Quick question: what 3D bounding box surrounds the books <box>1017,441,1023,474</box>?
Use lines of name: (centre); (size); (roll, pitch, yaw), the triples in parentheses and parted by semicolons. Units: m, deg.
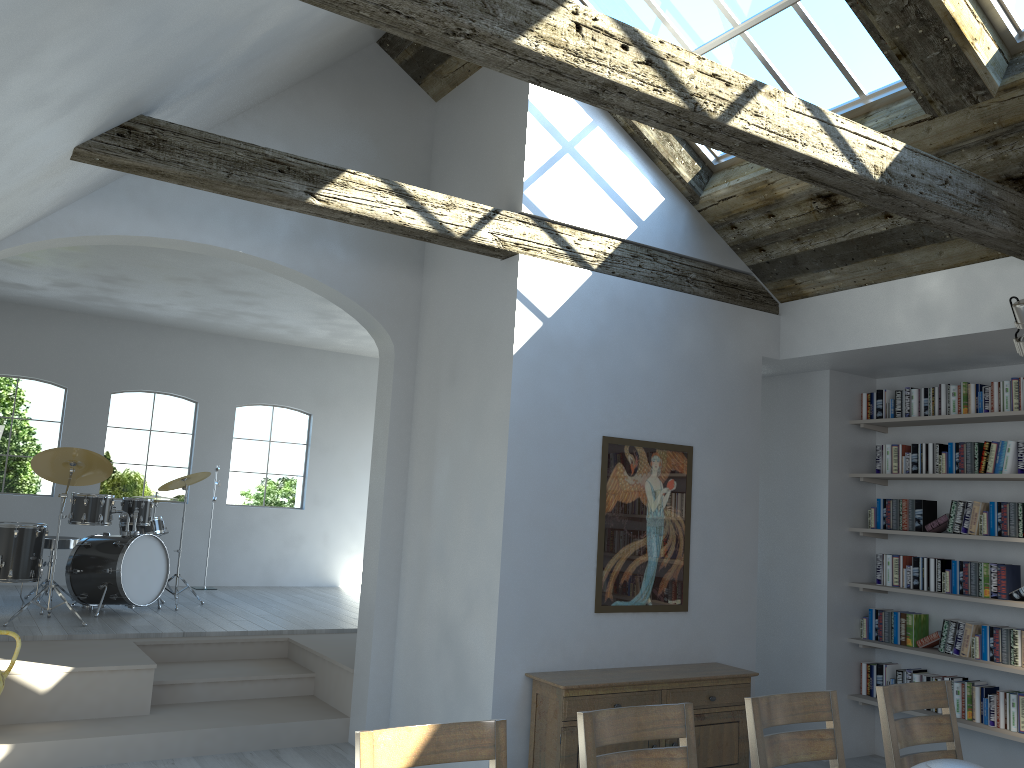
books: (3.438, 0.456, 5.517); (0.214, 0.237, 0.490); (8, -9, -31)

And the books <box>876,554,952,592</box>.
books: (2.844, 1.332, 6.274); (0.214, 0.220, 0.490); (8, -9, -31)

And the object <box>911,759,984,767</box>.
object: (1.027, 1.053, 2.032); (0.251, 0.362, 0.251); (5, -8, -9)

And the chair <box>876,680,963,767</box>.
chair: (1.774, 1.714, 3.393); (0.514, 1.006, 0.605); (8, -9, -31)

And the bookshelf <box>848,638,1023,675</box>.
bookshelf: (4.641, 1.562, 3.192); (0.315, 0.070, 7.825); (8, -9, -31)

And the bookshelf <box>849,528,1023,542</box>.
bookshelf: (4.689, 0.780, 3.300); (0.315, 0.070, 7.825); (8, -9, -31)

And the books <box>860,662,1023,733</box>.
books: (3.397, 2.011, 5.226); (0.242, 0.237, 2.981); (8, -9, -31)

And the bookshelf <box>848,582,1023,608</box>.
bookshelf: (4.665, 1.171, 3.246); (0.315, 0.070, 7.825); (8, -9, -31)

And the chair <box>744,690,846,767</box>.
chair: (1.145, 1.622, 3.004); (0.514, 1.006, 0.605); (8, -9, -31)

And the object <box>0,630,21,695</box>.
object: (-3.095, 1.689, 5.013); (0.396, 0.605, 0.402); (1, -8, 15)

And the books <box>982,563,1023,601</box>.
books: (3.220, 1.273, 5.672); (0.189, 0.224, 0.345); (8, -9, -31)

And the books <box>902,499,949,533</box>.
books: (2.937, 0.928, 6.212); (0.189, 0.224, 0.345); (8, -9, -31)

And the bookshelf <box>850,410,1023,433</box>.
bookshelf: (4.736, -0.003, 3.408); (0.315, 0.070, 7.825); (8, -9, -31)

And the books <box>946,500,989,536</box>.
books: (3.088, 0.902, 5.975); (0.189, 0.228, 0.249); (8, -9, -31)

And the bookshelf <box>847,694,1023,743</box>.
bookshelf: (4.618, 1.953, 3.138); (0.315, 0.070, 7.825); (8, -9, -31)

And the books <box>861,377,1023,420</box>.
books: (3.510, 0.059, 5.503); (0.242, 0.237, 2.981); (8, -9, -31)

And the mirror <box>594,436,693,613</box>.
mirror: (0.831, 0.877, 5.492); (0.736, 1.047, 0.009); (8, -9, -31)

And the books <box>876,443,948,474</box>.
books: (2.887, 0.550, 6.388); (0.214, 0.220, 0.490); (8, -9, -31)

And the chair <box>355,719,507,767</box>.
chair: (-0.114, 1.439, 2.228); (0.514, 1.006, 0.605); (8, -9, -31)

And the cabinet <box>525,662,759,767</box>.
cabinet: (0.768, 2.040, 5.132); (1.481, 0.714, 0.383); (8, -9, -31)

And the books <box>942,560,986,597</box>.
books: (3.057, 1.298, 5.936); (0.209, 0.220, 0.278); (9, -9, -33)

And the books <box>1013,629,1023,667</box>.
books: (3.300, 1.649, 5.455); (0.189, 0.229, 0.343); (8, -9, -31)

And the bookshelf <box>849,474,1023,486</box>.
bookshelf: (4.712, 0.389, 3.354); (0.315, 0.070, 7.825); (8, -9, -31)

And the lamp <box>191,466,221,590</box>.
lamp: (-3.413, 1.613, 10.048); (0.232, 1.383, 0.238); (8, -9, -31)

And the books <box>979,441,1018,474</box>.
books: (3.235, 0.492, 5.833); (0.189, 0.228, 0.249); (8, -9, -31)

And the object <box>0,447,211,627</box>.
object: (-3.805, 1.305, 7.948); (1.465, 1.383, 2.354); (2, -8, 13)

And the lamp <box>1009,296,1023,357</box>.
lamp: (2.775, -0.331, 4.729); (0.265, 0.386, 0.235); (5, -8, -10)

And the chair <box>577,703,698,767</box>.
chair: (0.515, 1.531, 2.616); (0.514, 1.006, 0.605); (8, -9, -31)

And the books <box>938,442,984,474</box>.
books: (3.093, 0.517, 6.061); (0.209, 0.220, 0.278); (9, -9, -33)

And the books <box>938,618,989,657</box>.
books: (3.007, 1.693, 5.920); (0.189, 0.228, 0.249); (8, -9, -31)

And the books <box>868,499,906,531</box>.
books: (2.774, 0.953, 6.476); (0.209, 0.220, 0.278); (9, -9, -33)

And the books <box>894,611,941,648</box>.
books: (2.854, 1.717, 6.161); (0.189, 0.224, 0.345); (8, -9, -31)

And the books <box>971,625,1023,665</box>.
books: (3.139, 1.674, 5.714); (0.209, 0.220, 0.278); (9, -9, -33)

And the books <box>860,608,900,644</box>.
books: (2.693, 1.745, 6.420); (0.209, 0.220, 0.278); (9, -9, -33)

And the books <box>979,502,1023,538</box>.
books: (3.220, 0.883, 5.770); (0.209, 0.220, 0.278); (9, -9, -33)
